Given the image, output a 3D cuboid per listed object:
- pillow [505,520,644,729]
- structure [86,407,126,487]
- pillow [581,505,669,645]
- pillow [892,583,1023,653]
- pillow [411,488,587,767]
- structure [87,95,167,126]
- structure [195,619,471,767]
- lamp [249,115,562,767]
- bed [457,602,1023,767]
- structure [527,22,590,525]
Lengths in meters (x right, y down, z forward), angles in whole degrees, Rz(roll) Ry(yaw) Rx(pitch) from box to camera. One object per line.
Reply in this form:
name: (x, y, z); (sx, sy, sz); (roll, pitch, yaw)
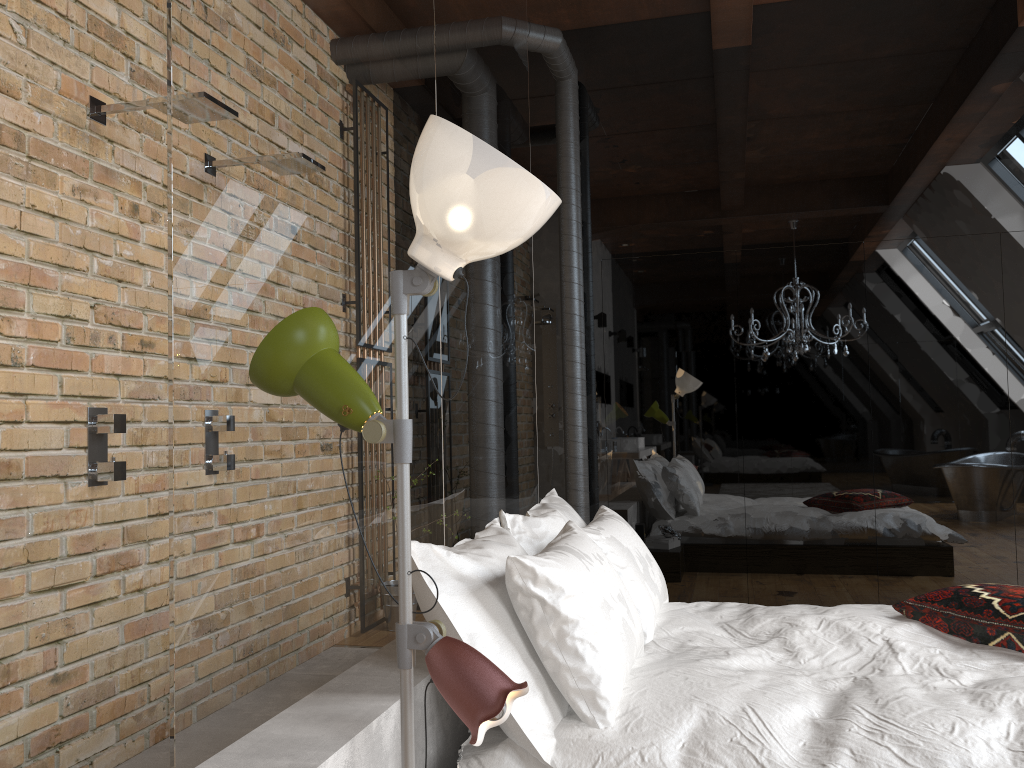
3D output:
pillow: (0.176, 0.587, 2.273); (0.276, 0.397, 0.744); (-2, -3, 14)
structure: (-1.276, 0.197, 2.797); (0.092, 0.248, 0.090); (-2, -3, 14)
pillow: (0.366, 0.643, 3.041); (0.291, 0.385, 0.748); (-2, -3, 14)
pillow: (1.595, 0.699, 2.631); (0.453, 0.157, 0.748); (0, -3, -26)
pillow: (0.112, 0.616, 2.707); (0.358, 0.517, 1.746); (-2, -3, 13)
structure: (-1.125, -0.886, 2.806); (0.453, 0.079, 0.192); (-2, -3, 14)
structure: (-0.103, 0.948, 2.776); (0.206, 0.494, 2.820); (-2, -3, 14)
lamp: (-0.180, 0.343, 1.488); (0.561, 1.582, 0.270); (-2, -3, 11)
bed: (1.081, 0.939, 2.612); (2.169, 0.442, 2.300); (-2, -3, 14)
structure: (-0.241, -0.275, 4.754); (1.189, 3.140, 0.829); (-2, -3, 14)
